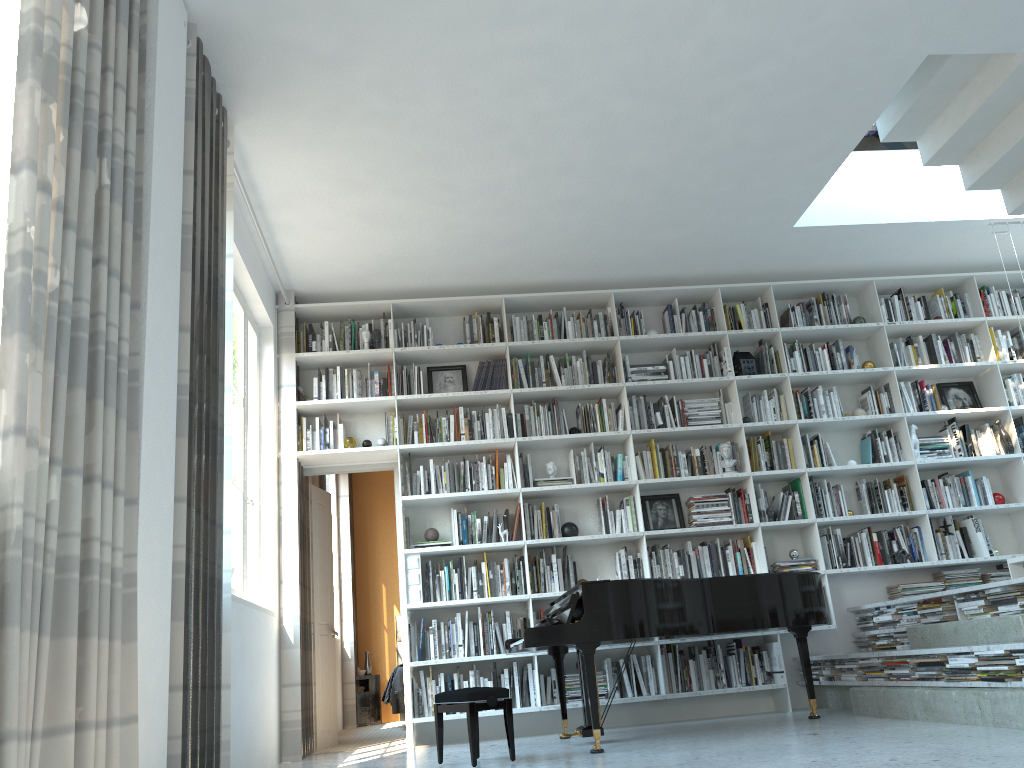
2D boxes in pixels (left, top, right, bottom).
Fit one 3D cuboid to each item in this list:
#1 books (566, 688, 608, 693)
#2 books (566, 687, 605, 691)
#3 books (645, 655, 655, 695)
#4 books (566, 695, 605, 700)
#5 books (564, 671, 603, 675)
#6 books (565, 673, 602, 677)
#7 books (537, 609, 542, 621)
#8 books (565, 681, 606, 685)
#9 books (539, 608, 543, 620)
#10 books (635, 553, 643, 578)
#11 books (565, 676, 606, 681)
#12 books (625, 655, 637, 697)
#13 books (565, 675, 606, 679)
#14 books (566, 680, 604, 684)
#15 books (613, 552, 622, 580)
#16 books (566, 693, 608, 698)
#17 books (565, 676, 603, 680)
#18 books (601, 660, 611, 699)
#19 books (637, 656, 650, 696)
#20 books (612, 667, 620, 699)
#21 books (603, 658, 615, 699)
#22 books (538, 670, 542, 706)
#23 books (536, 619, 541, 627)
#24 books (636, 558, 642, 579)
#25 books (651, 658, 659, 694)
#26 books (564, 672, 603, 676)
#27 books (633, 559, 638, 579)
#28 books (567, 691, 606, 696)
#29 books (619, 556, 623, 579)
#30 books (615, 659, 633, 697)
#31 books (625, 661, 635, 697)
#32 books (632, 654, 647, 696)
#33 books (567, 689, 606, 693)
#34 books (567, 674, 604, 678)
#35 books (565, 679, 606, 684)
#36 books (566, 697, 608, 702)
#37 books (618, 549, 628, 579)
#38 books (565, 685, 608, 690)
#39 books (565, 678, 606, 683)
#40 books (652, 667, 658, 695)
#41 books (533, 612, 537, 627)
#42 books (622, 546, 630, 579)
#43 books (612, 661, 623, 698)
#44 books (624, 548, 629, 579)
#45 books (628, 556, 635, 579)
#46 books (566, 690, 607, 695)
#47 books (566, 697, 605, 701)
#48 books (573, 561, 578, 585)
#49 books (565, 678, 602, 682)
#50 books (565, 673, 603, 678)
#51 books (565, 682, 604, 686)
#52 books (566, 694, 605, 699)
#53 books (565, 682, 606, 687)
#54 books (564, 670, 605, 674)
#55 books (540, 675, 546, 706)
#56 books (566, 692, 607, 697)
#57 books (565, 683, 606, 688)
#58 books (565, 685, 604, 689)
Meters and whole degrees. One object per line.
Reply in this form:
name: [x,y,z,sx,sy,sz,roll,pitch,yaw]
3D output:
books: [0.497,2.091,6.060,0.285,0.007,0.160,-2,-18,-10]
books: [0.496,2.087,6.069,0.254,0.007,0.161,-4,-18,-5]
books: [0.935,2.005,6.104,0.024,0.259,0.190,-3,-18,-6]
books: [0.499,2.140,6.054,0.254,0.007,0.161,-3,-18,-6]
books: [0.487,1.988,6.100,0.254,0.005,0.161,-4,-18,-5]
books: [0.488,1.999,6.099,0.254,0.005,0.161,-3,-18,-6]
books: [0.199,1.711,6.162,0.010,0.281,0.149,-3,-18,-6]
books: [0.490,2.049,6.078,0.285,0.005,0.160,-3,-18,-8]
books: [0.209,1.709,6.166,0.013,0.287,0.161,-3,-18,-6]
books: [0.916,1.342,6.369,0.019,0.241,0.108,-3,-18,-6]
books: [0.488,2.022,6.082,0.285,0.005,0.160,-2,-18,-10]
books: [0.818,2.007,6.099,0.012,0.273,0.181,-3,-18,-6]
books: [0.490,2.013,6.088,0.285,0.005,0.160,-2,-18,-9]
books: [0.489,2.045,6.082,0.254,0.005,0.161,-3,-18,-7]
books: [0.754,1.338,6.331,0.012,0.253,0.161,-3,-18,-6]
books: [0.498,2.124,6.050,0.285,0.007,0.160,-2,-18,-10]
books: [0.490,2.017,6.084,0.254,0.005,0.161,-5,-18,-2]
books: [0.646,2.028,6.085,0.012,0.253,0.161,-3,-18,-6]
books: [0.908,2.017,6.131,0.025,0.258,0.133,-3,-18,-6]
books: [0.700,2.051,6.085,0.029,0.201,0.178,-3,-18,-6]
books: [0.666,2.026,6.103,0.031,0.264,0.145,-3,-18,-6]
books: [0.183,2.072,6.053,0.012,0.230,0.138,-3,-18,-6]
books: [0.184,1.745,6.151,0.026,0.212,0.140,-3,-18,-6]
books: [0.898,1.355,6.336,0.024,0.200,0.159,-3,-18,-6]
books: [0.979,2.025,6.140,0.021,0.237,0.116,-3,-18,-6]
books: [0.487,1.994,6.101,0.285,0.005,0.160,-3,-18,-6]
books: [0.870,1.363,6.345,0.031,0.194,0.142,-3,-18,-6]
books: [0.499,2.111,6.054,0.254,0.007,0.161,-2,-18,-10]
books: [0.768,1.353,6.336,0.015,0.224,0.148,-3,-18,-6]
books: [0.770,2.023,6.100,0.062,0.252,0.178,-3,-18,-6]
books: [0.807,2.030,6.099,0.011,0.231,0.174,-3,-18,-6]
books: [0.859,2.008,6.116,0.073,0.275,0.181,-3,-18,-6]
books: [0.497,2.098,6.059,0.254,0.007,0.161,-2,-18,-10]
books: [0.489,2.006,6.085,0.254,0.005,0.161,-2,-18,-11]
books: [0.489,2.040,6.084,0.285,0.005,0.160,-4,-18,-5]
books: [0.500,2.153,6.051,0.285,0.007,0.160,-3,-18,-6]
books: [0.788,1.326,6.327,0.027,0.268,0.159,-3,-18,-6]
books: [0.496,2.078,6.062,0.285,0.007,0.160,-2,-18,-11]
books: [0.488,2.035,6.085,0.285,0.005,0.160,-3,-18,-7]
books: [0.961,2.047,6.111,0.024,0.179,0.172,-3,-18,-6]
books: [0.157,1.723,6.162,0.023,0.265,0.135,-3,-18,-6]
books: [0.816,1.317,6.343,0.014,0.290,0.132,-3,-18,-6]
books: [0.726,2.036,6.104,0.028,0.237,0.136,-3,-18,-6]
books: [0.805,1.325,6.343,0.010,0.276,0.156,-3,-18,-6]
books: [0.841,1.346,6.327,0.029,0.220,0.153,-3,-18,-6]
books: [0.498,2.106,6.061,0.285,0.007,0.160,-4,-18,-4]
books: [0.500,2.144,6.044,0.254,0.007,0.161,-5,-18,-2]
books: [0.440,1.376,6.293,0.023,0.211,0.160,-3,-18,-6]
books: [0.487,2.030,6.089,0.254,0.005,0.161,-3,-18,-6]
books: [0.488,2.005,6.097,0.254,0.005,0.161,-3,-18,-6]
books: [0.490,2.056,6.081,0.254,0.005,0.161,-3,-18,-6]
books: [0.498,2.133,6.054,0.254,0.007,0.161,-4,-18,-5]
books: [0.493,2.062,6.080,0.285,0.007,0.160,-3,-18,-6]
books: [0.487,1.980,6.093,0.285,0.005,0.160,-5,-18,-1]
books: [0.203,2.085,6.046,0.025,0.197,0.160,-3,-18,-6]
books: [0.500,2.117,6.050,0.285,0.007,0.160,-5,-18,-1]
books: [0.494,2.068,6.075,0.285,0.007,0.160,-4,-18,-5]
books: [0.495,2.074,6.073,0.254,0.007,0.161,-4,-18,-5]
